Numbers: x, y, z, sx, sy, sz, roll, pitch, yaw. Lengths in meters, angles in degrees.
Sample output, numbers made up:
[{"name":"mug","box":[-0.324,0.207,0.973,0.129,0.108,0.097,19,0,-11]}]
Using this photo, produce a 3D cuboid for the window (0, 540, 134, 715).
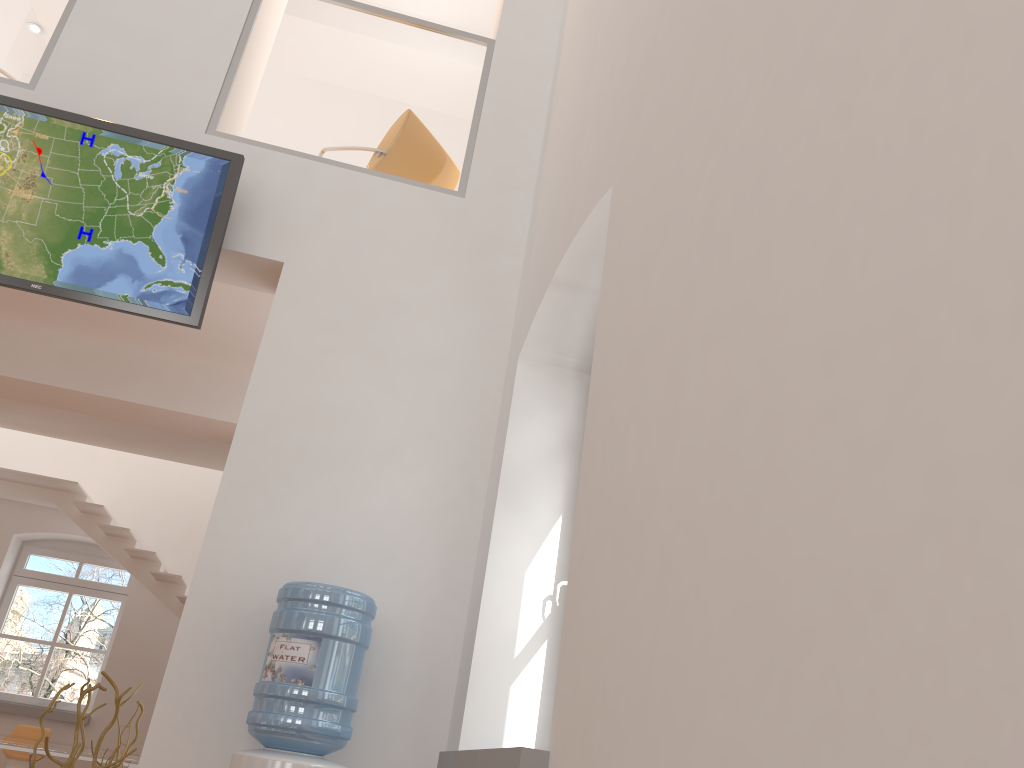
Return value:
[{"name":"window","box":[-4.813,2.545,9.452,1.308,1.737,0.142,12,-25,-8]}]

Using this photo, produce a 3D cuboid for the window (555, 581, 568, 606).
[{"name":"window","box":[0.389,0.447,3.017,0.142,1.627,1.302,12,-25,-8]}]

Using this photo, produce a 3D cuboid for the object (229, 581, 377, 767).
[{"name":"object","box":[-0.799,1.467,3.080,0.436,1.490,0.436,19,-26,-21]}]

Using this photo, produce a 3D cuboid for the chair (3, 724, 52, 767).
[{"name":"chair","box":[-4.557,3.513,7.995,0.495,0.829,0.464,6,-25,6]}]

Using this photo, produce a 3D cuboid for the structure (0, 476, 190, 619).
[{"name":"structure","box":[-3.437,2.285,7.585,4.630,3.042,3.450,12,-25,-8]}]

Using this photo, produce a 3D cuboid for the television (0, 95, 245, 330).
[{"name":"television","box":[-1.970,-0.788,3.877,1.388,0.803,0.266,12,-25,-8]}]

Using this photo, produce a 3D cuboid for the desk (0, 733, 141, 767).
[{"name":"desk","box":[-4.268,3.214,7.134,2.239,0.750,1.092,17,-26,-17]}]

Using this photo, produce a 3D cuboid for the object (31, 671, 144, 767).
[{"name":"object","box":[-1.647,1.687,3.385,0.284,1.112,0.655,4,-25,11]}]
